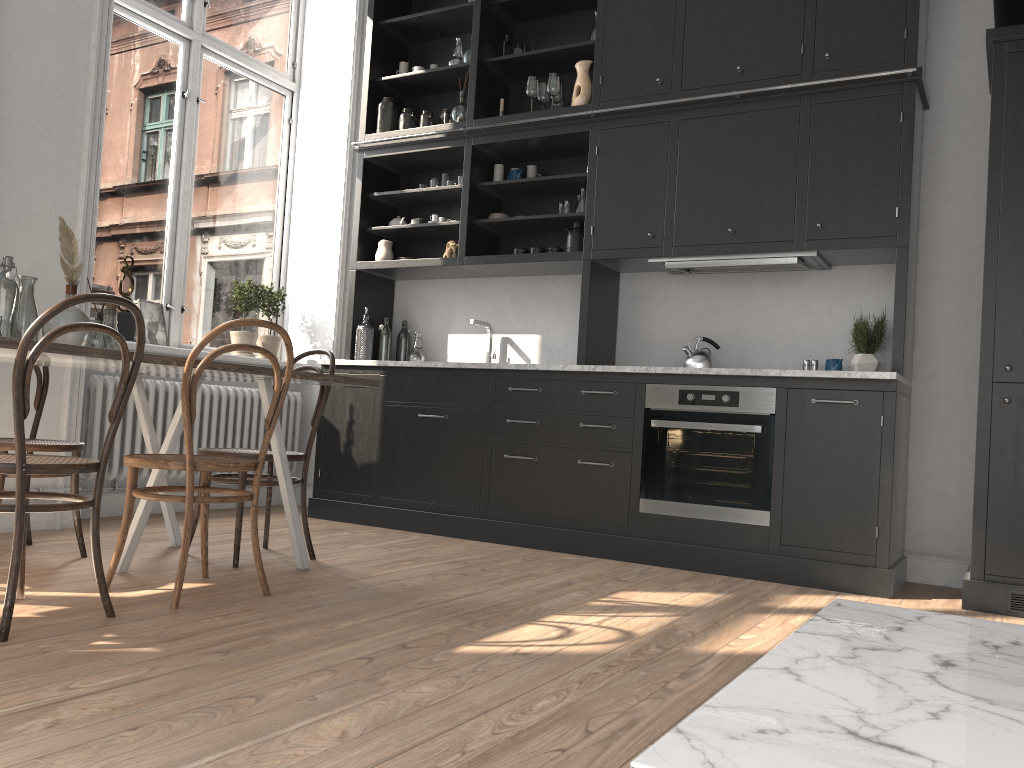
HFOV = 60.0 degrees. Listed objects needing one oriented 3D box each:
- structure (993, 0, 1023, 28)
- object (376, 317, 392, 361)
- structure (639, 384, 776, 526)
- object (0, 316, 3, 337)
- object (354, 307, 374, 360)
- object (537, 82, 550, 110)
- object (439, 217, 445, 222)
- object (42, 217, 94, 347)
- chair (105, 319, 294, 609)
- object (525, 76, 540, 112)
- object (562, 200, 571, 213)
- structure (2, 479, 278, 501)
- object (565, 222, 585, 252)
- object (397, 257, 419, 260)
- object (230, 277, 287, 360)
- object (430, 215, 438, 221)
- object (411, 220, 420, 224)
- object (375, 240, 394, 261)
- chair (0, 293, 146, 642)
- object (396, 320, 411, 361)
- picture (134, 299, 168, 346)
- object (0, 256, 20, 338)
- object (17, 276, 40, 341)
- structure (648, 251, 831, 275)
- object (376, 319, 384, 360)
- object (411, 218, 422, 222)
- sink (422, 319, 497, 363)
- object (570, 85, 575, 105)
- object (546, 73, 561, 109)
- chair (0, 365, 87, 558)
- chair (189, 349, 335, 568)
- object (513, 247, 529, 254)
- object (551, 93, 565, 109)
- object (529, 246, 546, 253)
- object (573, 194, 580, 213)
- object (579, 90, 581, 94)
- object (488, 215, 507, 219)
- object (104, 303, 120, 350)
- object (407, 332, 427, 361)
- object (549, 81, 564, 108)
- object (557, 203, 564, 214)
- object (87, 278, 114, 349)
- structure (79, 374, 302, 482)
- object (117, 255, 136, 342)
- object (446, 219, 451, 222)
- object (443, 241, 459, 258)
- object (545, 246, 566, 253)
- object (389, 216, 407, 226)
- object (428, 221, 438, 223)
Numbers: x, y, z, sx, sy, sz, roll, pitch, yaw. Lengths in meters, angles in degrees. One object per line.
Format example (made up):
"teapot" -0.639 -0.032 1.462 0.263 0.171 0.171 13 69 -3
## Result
"structure" 2.662 -2.235 0.598 4.157 1.212 5.930 2 -3 30
"object" -0.797 -0.268 5.554 0.086 0.301 0.086 3 -2 15
"structure" 1.038 0.337 4.379 0.622 0.623 0.618 2 -3 30
"object" -1.625 -0.168 2.788 0.058 0.094 0.058 5 -3 -32
"object" -0.910 -0.305 5.484 0.109 0.349 0.109 3 -2 11
"object" 0.181 -1.620 5.119 0.083 0.221 0.083 3 -2 22
"object" -0.432 -0.986 5.405 0.049 0.054 0.039 5 -3 -35
"object" -1.498 -0.326 3.015 0.157 0.446 0.157 5 -3 -42
"chair" -1.044 0.246 2.996 0.549 0.920 0.438 2 -3 41
"object" 0.116 -1.628 5.037 0.083 0.221 0.083 5 -2 -29
"object" 0.308 -0.980 4.979 0.058 0.094 0.058 4 -2 -21
"structure" -2.581 -1.601 3.622 0.340 4.472 5.184 2 -3 30
"object" 0.368 -0.800 4.916 0.124 0.191 0.129 5 -3 -32
"object" -0.629 -0.756 5.538 0.180 0.037 0.180 3 -3 15
"object" -1.666 -0.425 5.788 0.234 0.524 0.500 3 -2 19
"object" -0.476 -1.011 5.457 0.039 0.055 0.049 5 -3 -40
"object" -0.603 -0.998 5.536 0.055 0.033 0.058 3 -2 4
"object" -0.796 -0.820 5.557 0.115 0.144 0.127 3 -2 9
"chair" -1.363 0.205 2.506 0.549 0.920 0.438 2 -2 25
"object" -0.695 -0.257 5.679 0.086 0.301 0.086 4 -2 -15
"picture" -2.100 -0.345 5.111 0.149 0.264 0.222 3 -2 13
"object" -1.663 -0.269 2.908 0.086 0.301 0.086 3 -2 15
"object" -1.672 -0.240 3.041 0.100 0.255 0.098 3 -2 7
"structure" 1.160 -0.629 4.537 0.843 0.123 0.379 2 -3 30
"object" -0.818 -0.264 5.676 0.086 0.301 0.086 1 -3 44
"object" -0.601 -1.018 5.537 0.058 0.047 0.055 1 -3 45
"sink" -0.264 -0.135 5.197 0.526 0.504 0.514 2 -3 30
"object" 0.373 -1.609 5.120 0.083 0.221 0.083 2 -2 29
"object" 0.231 -1.624 4.974 0.083 0.221 0.083 4 -2 -14
"chair" -1.962 0.213 3.514 0.549 0.920 0.438 2 -3 37
"chair" -1.066 0.281 3.812 0.438 0.920 0.549 2 -3 42
"object" 0.051 -0.748 5.051 0.104 0.059 0.088 3 -3 18
"object" 0.270 -1.611 5.213 0.083 0.221 0.083 5 -2 -29
"object" 0.145 -0.745 4.989 0.104 0.059 0.088 3 -2 8
"object" 0.382 -1.003 5.076 0.083 0.158 0.083 2 -3 40
"object" 0.375 -1.595 5.014 0.046 0.186 0.046 3 -2 2
"object" -2.019 -0.274 3.059 0.792 1.842 5.830 2 -3 35
"object" -1.506 -0.196 3.321 0.101 0.211 0.101 4 -2 -21
"object" -0.598 -0.215 5.597 0.120 0.219 0.132 2 -3 30
"object" 0.253 -1.618 5.078 0.083 0.221 0.083 2 -2 29
"object" 0.279 -0.979 5.046 0.058 0.094 0.058 4 -2 -21
"object" -1.487 -0.236 3.198 0.106 0.283 0.107 3 -2 25
"structure" -1.843 0.273 5.195 0.194 0.552 1.578 2 -3 30
"object" -2.150 -0.475 4.931 0.122 0.488 0.102 5 -3 -36
"object" -0.379 -0.980 5.423 0.049 0.041 0.056 3 -2 3
"object" -0.361 -0.794 5.289 0.070 0.123 0.173 5 -3 -28
"object" 0.242 -0.740 4.957 0.088 0.059 0.104 2 -3 38
"object" -0.724 -1.016 5.640 0.125 0.100 0.140 3 -2 11
"object" -0.475 -0.987 5.453 0.085 0.016 0.085 4 -3 -20
